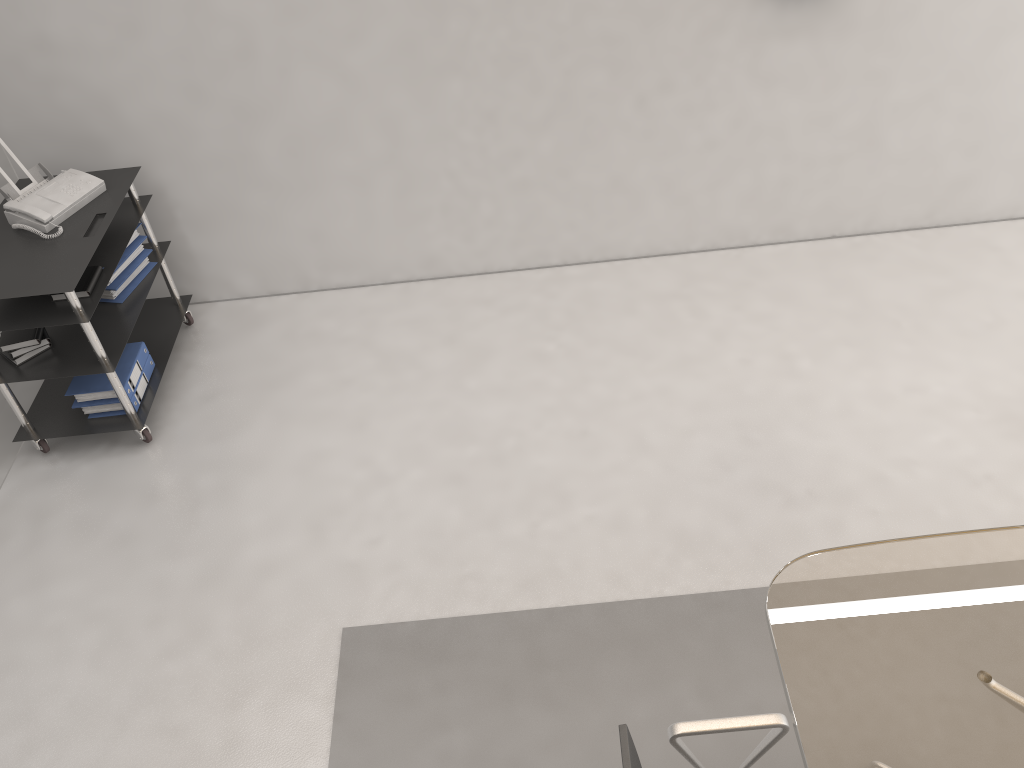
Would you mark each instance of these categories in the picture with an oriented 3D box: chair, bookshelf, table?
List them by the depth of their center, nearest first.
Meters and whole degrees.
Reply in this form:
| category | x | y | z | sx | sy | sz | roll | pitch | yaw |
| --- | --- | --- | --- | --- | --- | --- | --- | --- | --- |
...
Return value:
| category | x | y | z | sx | sy | sz | roll | pitch | yaw |
| --- | --- | --- | --- | --- | --- | --- | --- | --- | --- |
| table | 1.389 | 1.647 | 1.414 | 1.372 | 0.721 | 3.054 | -6 | 41 | 1 |
| chair | 0.574 | 1.140 | 2.034 | 0.710 | 0.805 | 0.731 | -17 | 42 | -12 |
| bookshelf | -1.908 | -0.322 | 3.962 | 0.567 | 0.855 | 0.985 | -6 | 41 | 1 |

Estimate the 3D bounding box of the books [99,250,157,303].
| category | x | y | z | sx | sy | sz | roll | pitch | yaw |
| --- | --- | --- | --- | --- | --- | --- | --- | --- | --- |
| books | -1.828 | -0.502 | 4.053 | 0.262 | 0.077 | 0.320 | 4 | 43 | 12 |

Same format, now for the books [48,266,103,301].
| category | x | y | z | sx | sy | sz | roll | pitch | yaw |
| --- | --- | --- | --- | --- | --- | --- | --- | --- | --- |
| books | -1.763 | -0.408 | 3.589 | 0.164 | 0.032 | 0.183 | -7 | 41 | 0 |

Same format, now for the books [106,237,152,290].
| category | x | y | z | sx | sy | sz | roll | pitch | yaw |
| --- | --- | --- | --- | --- | --- | --- | --- | --- | --- |
| books | -1.832 | -0.556 | 4.004 | 0.262 | 0.077 | 0.320 | 4 | 43 | 12 |

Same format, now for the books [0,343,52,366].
| category | x | y | z | sx | sy | sz | roll | pitch | yaw |
| --- | --- | --- | --- | --- | --- | --- | --- | --- | --- |
| books | -2.057 | -0.162 | 3.730 | 0.183 | 0.032 | 0.164 | 27 | 51 | 32 |

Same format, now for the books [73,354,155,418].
| category | x | y | z | sx | sy | sz | roll | pitch | yaw |
| --- | --- | --- | --- | --- | --- | --- | --- | --- | --- |
| books | -1.772 | 0.009 | 3.961 | 0.263 | 0.077 | 0.320 | -6 | 41 | 1 |

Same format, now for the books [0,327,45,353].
| category | x | y | z | sx | sy | sz | roll | pitch | yaw |
| --- | --- | --- | --- | --- | --- | --- | --- | --- | --- |
| books | -2.033 | -0.213 | 3.687 | 0.164 | 0.032 | 0.183 | -13 | 42 | -8 |

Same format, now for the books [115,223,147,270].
| category | x | y | z | sx | sy | sz | roll | pitch | yaw |
| --- | --- | --- | --- | --- | --- | --- | --- | --- | --- |
| books | -1.837 | -0.610 | 3.956 | 0.262 | 0.077 | 0.320 | 4 | 43 | 12 |

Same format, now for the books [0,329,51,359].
| category | x | y | z | sx | sy | sz | roll | pitch | yaw |
| --- | --- | --- | --- | --- | --- | --- | --- | --- | --- |
| books | -2.036 | -0.194 | 3.714 | 0.164 | 0.032 | 0.183 | -28 | 46 | -22 |

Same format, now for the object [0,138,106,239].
| category | x | y | z | sx | sy | sz | roll | pitch | yaw |
| --- | --- | --- | --- | --- | --- | --- | --- | --- | --- |
| object | -1.984 | -0.850 | 3.711 | 0.399 | 0.280 | 0.405 | 11 | 45 | 19 |

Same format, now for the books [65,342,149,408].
| category | x | y | z | sx | sy | sz | roll | pitch | yaw |
| --- | --- | --- | --- | --- | --- | --- | --- | --- | --- |
| books | -1.780 | -0.045 | 3.912 | 0.263 | 0.077 | 0.320 | -6 | 41 | 1 |
